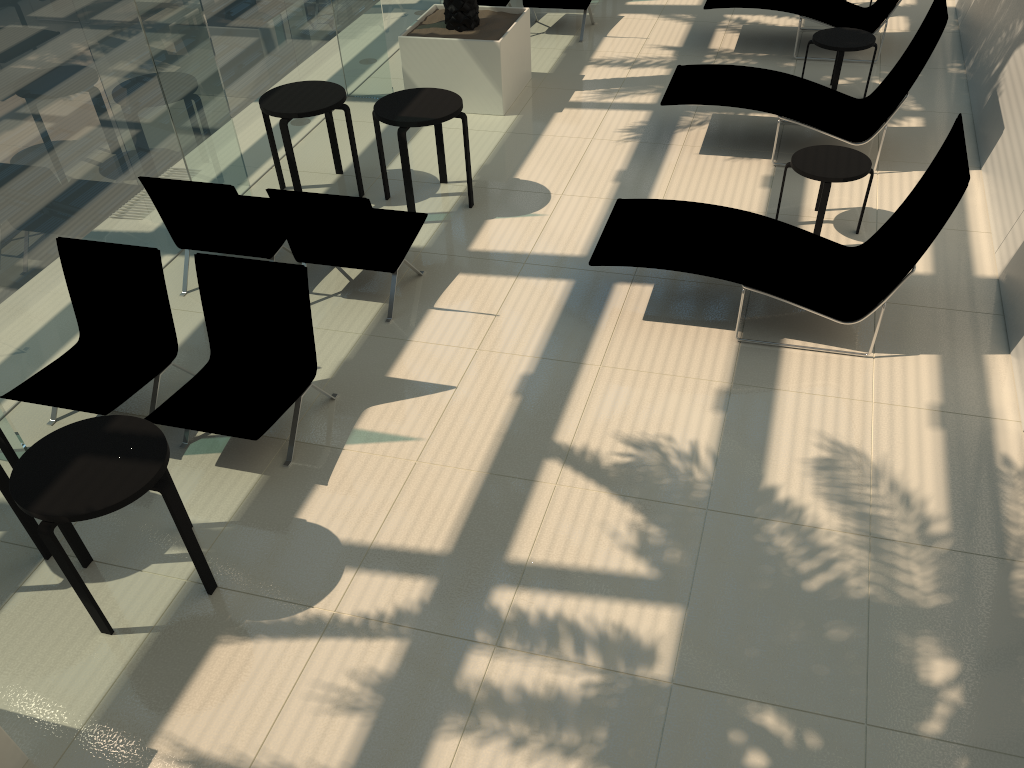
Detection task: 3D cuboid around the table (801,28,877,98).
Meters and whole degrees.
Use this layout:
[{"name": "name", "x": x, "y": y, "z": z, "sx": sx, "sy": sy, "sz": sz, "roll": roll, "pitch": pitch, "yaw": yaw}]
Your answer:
[{"name": "table", "x": 3.043, "y": -2.955, "z": 8.146, "sx": 0.541, "sy": 0.562, "sz": 0.518, "roll": -23, "pitch": 45, "yaw": -21}]

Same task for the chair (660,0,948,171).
[{"name": "chair", "x": 2.333, "y": -2.582, "z": 7.236, "sx": 2.023, "sy": 1.257, "sz": 0.848, "roll": 8, "pitch": 43, "yaw": 13}]

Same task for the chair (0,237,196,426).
[{"name": "chair", "x": -2.463, "y": -0.206, "z": 5.115, "sx": 0.711, "sy": 0.965, "sz": 0.816, "roll": 9, "pitch": 43, "yaw": 14}]

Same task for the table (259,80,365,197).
[{"name": "table", "x": -1.627, "y": -1.939, "z": 7.117, "sx": 0.660, "sy": 0.848, "sz": 0.640, "roll": -27, "pitch": 47, "yaw": -24}]

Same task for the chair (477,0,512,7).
[{"name": "chair", "x": -0.358, "y": -4.580, "z": 9.932, "sx": 0.711, "sy": 0.965, "sz": 0.816, "roll": 9, "pitch": 43, "yaw": 14}]

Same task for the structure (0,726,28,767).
[{"name": "structure", "x": -2.961, "y": -0.875, "z": 0.872, "sx": 4.456, "sy": 7.616, "sz": 4.398, "roll": -5, "pitch": 42, "yaw": -2}]

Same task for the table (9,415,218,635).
[{"name": "table", "x": -1.870, "y": 0.667, "z": 4.174, "sx": 0.668, "sy": 0.848, "sz": 0.632, "roll": -20, "pitch": 44, "yaw": -18}]

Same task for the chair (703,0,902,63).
[{"name": "chair", "x": 3.061, "y": -4.106, "z": 8.915, "sx": 2.023, "sy": 1.257, "sz": 0.848, "roll": 8, "pitch": 43, "yaw": 13}]

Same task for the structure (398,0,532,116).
[{"name": "structure", "x": -0.631, "y": -5.695, "z": 6.180, "sx": 4.811, "sy": 7.616, "sz": 4.074, "roll": 5, "pitch": 42, "yaw": 9}]

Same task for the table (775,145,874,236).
[{"name": "table", "x": 2.293, "y": -1.384, "z": 6.416, "sx": 0.541, "sy": 0.562, "sz": 0.518, "roll": -23, "pitch": 45, "yaw": -21}]

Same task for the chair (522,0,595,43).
[{"name": "chair", "x": 0.536, "y": -4.454, "z": 9.725, "sx": 0.711, "sy": 0.965, "sz": 0.816, "roll": 9, "pitch": 43, "yaw": 14}]

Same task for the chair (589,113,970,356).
[{"name": "chair", "x": 1.582, "y": -1.012, "z": 5.506, "sx": 2.023, "sy": 1.257, "sz": 0.848, "roll": 8, "pitch": 43, "yaw": 13}]

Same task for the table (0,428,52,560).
[{"name": "table", "x": -2.800, "y": 0.536, "z": 4.390, "sx": 0.668, "sy": 0.848, "sz": 0.632, "roll": -20, "pitch": 44, "yaw": -18}]

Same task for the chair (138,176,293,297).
[{"name": "chair", "x": -1.968, "y": -1.209, "z": 6.219, "sx": 0.711, "sy": 0.965, "sz": 0.816, "roll": 9, "pitch": 43, "yaw": 14}]

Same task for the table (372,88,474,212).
[{"name": "table", "x": -0.697, "y": -1.808, "z": 6.901, "sx": 0.660, "sy": 0.848, "sz": 0.640, "roll": -27, "pitch": 47, "yaw": -24}]

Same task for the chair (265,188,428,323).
[{"name": "chair", "x": -1.074, "y": -1.083, "z": 6.012, "sx": 0.711, "sy": 0.965, "sz": 0.816, "roll": 9, "pitch": 43, "yaw": 14}]

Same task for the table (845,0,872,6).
[{"name": "table", "x": 3.771, "y": -4.478, "z": 9.824, "sx": 0.538, "sy": 0.562, "sz": 0.521, "roll": -27, "pitch": 47, "yaw": -24}]

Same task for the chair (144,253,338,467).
[{"name": "chair", "x": -1.569, "y": -0.080, "z": 4.908, "sx": 0.711, "sy": 0.965, "sz": 0.816, "roll": 9, "pitch": 43, "yaw": 14}]
